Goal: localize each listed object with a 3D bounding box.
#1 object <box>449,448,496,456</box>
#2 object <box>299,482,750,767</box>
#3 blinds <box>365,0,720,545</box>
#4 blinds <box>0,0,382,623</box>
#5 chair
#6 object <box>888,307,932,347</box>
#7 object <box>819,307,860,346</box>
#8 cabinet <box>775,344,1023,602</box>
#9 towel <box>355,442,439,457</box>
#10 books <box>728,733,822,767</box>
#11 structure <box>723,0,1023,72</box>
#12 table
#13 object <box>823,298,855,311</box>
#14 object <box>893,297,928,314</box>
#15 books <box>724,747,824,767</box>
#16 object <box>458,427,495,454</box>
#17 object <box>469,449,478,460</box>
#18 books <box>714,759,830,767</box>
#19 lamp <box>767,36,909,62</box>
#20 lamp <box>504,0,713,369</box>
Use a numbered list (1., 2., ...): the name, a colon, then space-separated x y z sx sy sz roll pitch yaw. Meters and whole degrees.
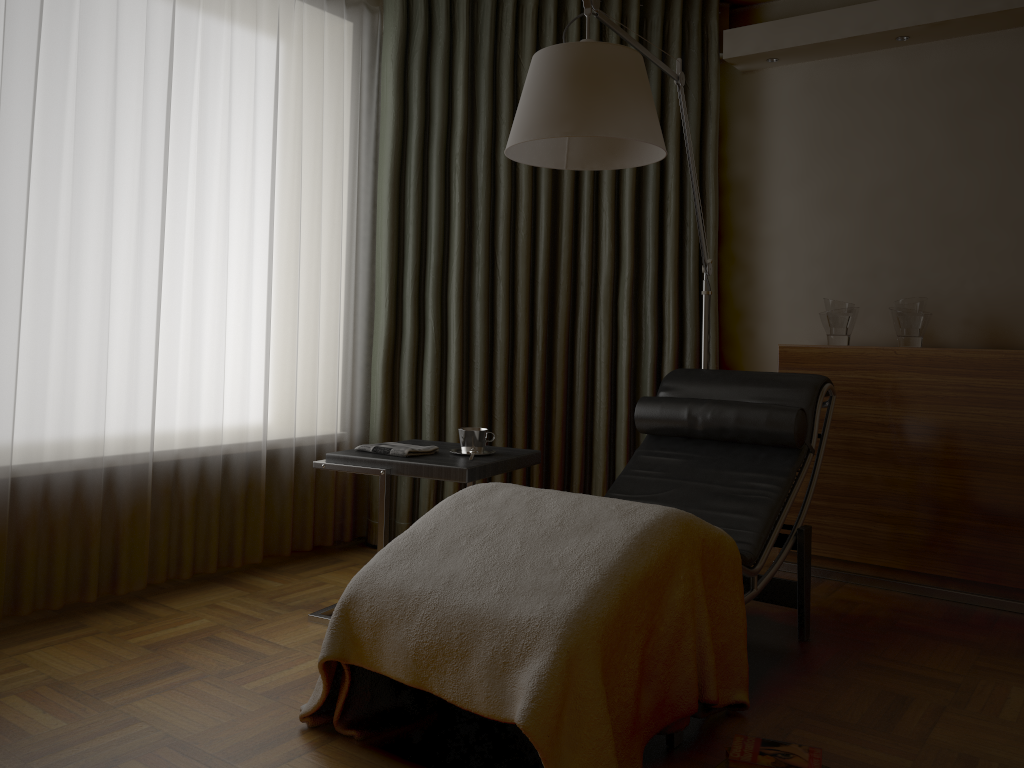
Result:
1. object: -0.127 0.221 2.850 0.150 0.009 0.150 4 4 41
2. object: 0.058 0.537 2.098 0.918 0.521 0.907 3 2 36
3. blinds: 0.169 -0.547 3.874 1.532 2.459 0.224 2 -2 -9
4. blinds: -1.227 -0.470 2.925 0.092 2.296 2.192 0 -1 36
5. chair: 0.385 0.374 2.521 0.636 0.799 1.786 1 2 36
6. object: 1.534 -0.219 3.403 0.155 0.154 0.155 2 0 26
7. object: 1.317 -0.233 3.561 0.156 0.154 0.155 1 0 -7
8. cabinet: 1.853 0.309 3.197 1.675 0.864 0.415 3 0 36
9. towel: -0.363 0.210 2.846 0.241 0.035 0.178 4 4 40
10. books: 0.529 0.748 1.769 0.173 0.018 0.123 3 3 20
11. structure: 1.906 -1.467 3.425 2.181 0.130 0.273 4 3 36
12. table: -0.244 0.243 2.879 0.518 0.045 0.499 3 3 27
13. object: 1.318 -0.272 3.562 0.122 0.150 0.122 1 0 18
14. object: 1.535 -0.258 3.404 0.122 0.150 0.122 1 0 16
15. books: 0.531 0.766 1.775 0.173 0.018 0.123 1 3 -5
16. object: -0.122 0.184 2.857 0.098 0.078 0.110 2 1 37
17. object: -0.124 0.219 2.749 0.029 0.019 0.123 2 3 5
18. books: 0.552 0.788 1.746 0.265 0.020 0.189 4 4 40
19. lamp: 1.612 -1.431 3.622 1.159 0.028 0.050 4 3 36
20. lamp: 0.499 -0.180 2.816 0.451 1.972 1.412 0 -1 40
